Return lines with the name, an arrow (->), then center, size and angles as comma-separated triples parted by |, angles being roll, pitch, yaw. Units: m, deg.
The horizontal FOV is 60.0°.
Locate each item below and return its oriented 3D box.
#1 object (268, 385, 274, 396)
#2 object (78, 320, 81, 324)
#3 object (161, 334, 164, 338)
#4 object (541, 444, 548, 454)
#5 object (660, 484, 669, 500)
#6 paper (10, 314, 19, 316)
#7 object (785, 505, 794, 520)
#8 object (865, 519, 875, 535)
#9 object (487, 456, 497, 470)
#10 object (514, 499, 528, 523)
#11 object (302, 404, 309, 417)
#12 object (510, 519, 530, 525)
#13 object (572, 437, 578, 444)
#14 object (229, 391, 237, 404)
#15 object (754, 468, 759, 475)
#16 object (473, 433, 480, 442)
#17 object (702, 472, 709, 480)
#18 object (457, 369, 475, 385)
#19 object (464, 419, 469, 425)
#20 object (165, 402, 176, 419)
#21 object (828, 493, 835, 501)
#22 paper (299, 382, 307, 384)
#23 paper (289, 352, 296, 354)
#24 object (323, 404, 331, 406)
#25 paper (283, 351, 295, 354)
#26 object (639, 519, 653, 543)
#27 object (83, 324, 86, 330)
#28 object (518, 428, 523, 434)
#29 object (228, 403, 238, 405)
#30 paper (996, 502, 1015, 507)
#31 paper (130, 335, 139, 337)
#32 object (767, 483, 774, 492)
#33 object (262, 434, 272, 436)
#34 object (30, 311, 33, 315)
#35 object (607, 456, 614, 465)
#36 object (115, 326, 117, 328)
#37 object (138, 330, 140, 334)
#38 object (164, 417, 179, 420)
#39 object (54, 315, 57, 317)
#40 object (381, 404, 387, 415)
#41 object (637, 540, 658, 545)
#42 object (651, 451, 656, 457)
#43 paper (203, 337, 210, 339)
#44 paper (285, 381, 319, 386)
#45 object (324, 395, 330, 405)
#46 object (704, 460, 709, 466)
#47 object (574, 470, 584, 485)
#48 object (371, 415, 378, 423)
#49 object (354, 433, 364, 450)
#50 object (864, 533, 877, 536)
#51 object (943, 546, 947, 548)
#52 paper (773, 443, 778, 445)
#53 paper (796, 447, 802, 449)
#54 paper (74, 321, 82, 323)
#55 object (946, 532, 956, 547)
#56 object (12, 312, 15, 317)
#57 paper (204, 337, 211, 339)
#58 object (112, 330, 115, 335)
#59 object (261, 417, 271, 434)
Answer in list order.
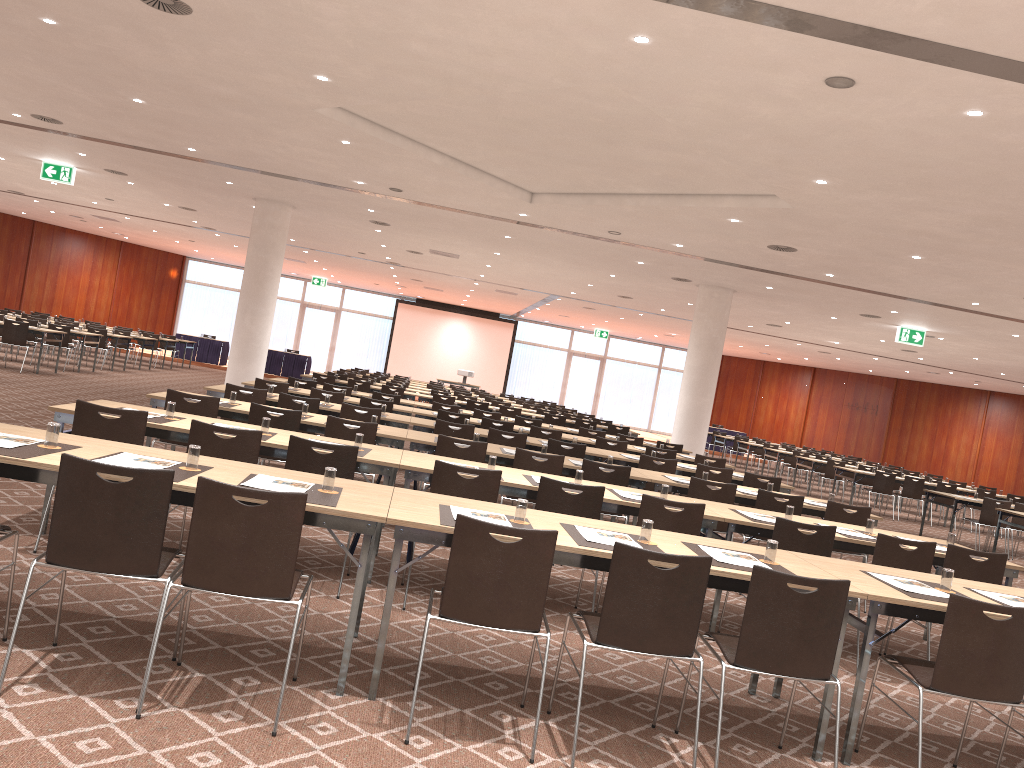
object -> -2.762, 0.072, 10.161 | 0.054, 0.114, 0.054 | 10, 1, -17
object -> -12.074, -1.737, 24.760 | 0.054, 0.114, 0.054 | 9, 1, -40
object -> -9.846, -1.343, 24.987 | 0.054, 0.114, 0.054 | 10, 1, -17
object -> 0.307, 0.635, 8.462 | 0.054, 0.114, 0.054 | 11, 1, 28
object -> 1.125, 0.801, 6.549 | 0.054, 0.114, 0.054 | 10, 1, -17
paper -> -12.685, -1.763, 22.561 | 0.460, 0.003, 0.565 | 10, 1, -6
object -> 2.078, 0.969, 6.645 | 0.054, 0.114, 0.054 | 11, 1, 28
object -> 2.711, 1.081, 6.718 | 0.054, 0.114, 0.054 | 11, 1, 28
object -> -0.145, 0.577, 6.401 | 0.054, 0.114, 0.054 | 10, 1, -17
object -> 0.045, 0.631, 4.411 | 0.054, 0.114, 0.054 | 9, 1, -40
object -> -1.922, 0.241, 8.235 | 0.054, 0.114, 0.054 | 9, 1, -40
object -> 0.038, 0.688, 4.423 | 0.102, 0.001, 0.102 | 10, 1, -40
object -> 0.742, 0.691, 10.514 | 0.054, 0.114, 0.054 | 11, 1, 28
object -> -2.571, 0.127, 8.174 | 0.054, 0.114, 0.054 | 11, 1, 28
object -> 2.963, 1.084, 10.757 | 0.054, 0.114, 0.054 | 10, 1, -17
object -> -0.339, 0.521, 8.389 | 0.054, 0.114, 0.054 | 11, 1, 28
object -> 1.878, 0.913, 8.636 | 0.054, 0.114, 0.054 | 10, 1, 5
object -> -1.641, -0.249, 31.033 | 0.576, 0.472, 0.614 | 10, 1, -6
object -> -0.534, 0.466, 10.391 | 0.054, 0.114, 0.054 | 10, 1, -17
object -> -2.376, 0.182, 6.169 | 0.054, 0.114, 0.054 | 10, 1, -17
object -> 3.158, 1.139, 8.773 | 0.054, 0.114, 0.054 | 9, 1, -40
paper -> -3.351, -0.018, 14.101 | 0.283, 0.006, 0.398 | 10, 1, -6
paper -> -7.616, -1.079, 30.635 | 0.283, 0.006, 0.398 | 10, 1, -6
object -> -2.133, 0.241, 10.217 | 0.102, 0.001, 0.102 | 10, 1, 28
paper -> -7.674, -1.086, 30.694 | 0.460, 0.003, 0.565 | 10, 1, -6
object -> 0.679, 0.743, 4.480 | 0.054, 0.114, 0.054 | 9, 1, -40
object -> -10.101, -1.346, 20.934 | 0.054, 0.114, 0.054 | 10, 1, -17
object -> 0.099, 0.578, 10.450 | 0.054, 0.114, 0.054 | 10, 1, -17
object -> -2.564, 0.186, 8.166 | 0.102, 0.001, 0.102 | 10, 1, -40
paper -> 8.429, 2.064, 15.315 | 0.283, 0.006, 0.398 | 10, 1, -8
paper -> -9.815, -1.255, 22.871 | 0.460, 0.003, 0.565 | 10, 1, -7
object -> 2.529, 1.028, 8.699 | 0.054, 0.114, 0.054 | 9, 1, -40
object -> -1.740, 0.353, 6.237 | 0.102, 0.001, 0.102 | 10, 1, 28
object -> -13.345, -1.962, 24.624 | 0.054, 0.114, 0.054 | 9, 1, -40
object -> 0.942, 0.748, 8.524 | 0.054, 0.114, 0.054 | 11, 1, 28
object -> -11.115, -1.567, 24.847 | 0.054, 0.114, 0.054 | 10, 1, -17
object -> -10.482, -1.455, 24.919 | 0.054, 0.114, 0.054 | 10, 1, -17
object -> -2.367, 0.242, 6.175 | 0.102, 0.001, 0.102 | 10, 1, -17
object -> -12.712, -1.849, 24.685 | 0.054, 0.114, 0.054 | 9, 1, -40
object -> -1.491, 0.297, 10.285 | 0.054, 0.114, 0.054 | 9, 1, -40
object -> 0.686, 0.803, 4.491 | 0.102, 0.001, 0.102 | 10, 1, -40
object -> 1.694, 0.859, 10.627 | 0.054, 0.114, 0.054 | 9, 1, -40
paper -> -10.460, -1.579, 30.402 | 0.460, 0.003, 0.565 | 10, 1, -6
paper -> -3.305, -0.005, 14.000 | 0.460, 0.003, 0.565 | 10, 1, -4
object -> -2.131, 0.183, 10.227 | 0.054, 0.114, 0.054 | 10, 1, -17
object -> 2.336, 0.973, 10.680 | 0.054, 0.114, 0.054 | 9, 1, -40
object -> 0.488, 0.688, 6.486 | 0.054, 0.114, 0.054 | 10, 1, -17
object -> -1.292, 0.353, 8.298 | 0.054, 0.114, 0.054 | 9, 1, -40
object -> -1.090, 0.409, 6.304 | 0.054, 0.114, 0.054 | 11, 1, 28
object -> 2.719, 1.141, 6.719 | 0.102, 0.001, 0.102 | 10, 1, 28
object -> 3.341, 1.251, 6.768 | 0.102, 0.001, 0.102 | 10, 1, -17
paper -> 8.742, 1.982, 28.836 | 0.460, 0.003, 0.565 | 10, 1, -7
paper -> 9.314, 2.078, 28.990 | 0.283, 0.006, 0.398 | 10, 1, -7
paper -> -13.060, -1.871, 26.550 | 0.460, 0.003, 0.565 | 10, 1, -5
object -> 3.357, 1.195, 6.781 | 0.054, 0.114, 0.054 | 10, 1, -17
object -> -11.673, -1.624, 20.776 | 0.054, 0.114, 0.054 | 9, 1, -40
paper -> -10.403, -1.572, 30.344 | 0.283, 0.006, 0.398 | 10, 1, -6
object -> -9.448, -1.231, 21.008 | 0.054, 0.114, 0.054 | 10, 1, -17
object -> -1.738, 0.295, 6.251 | 0.054, 0.114, 0.054 | 10, 1, 5
